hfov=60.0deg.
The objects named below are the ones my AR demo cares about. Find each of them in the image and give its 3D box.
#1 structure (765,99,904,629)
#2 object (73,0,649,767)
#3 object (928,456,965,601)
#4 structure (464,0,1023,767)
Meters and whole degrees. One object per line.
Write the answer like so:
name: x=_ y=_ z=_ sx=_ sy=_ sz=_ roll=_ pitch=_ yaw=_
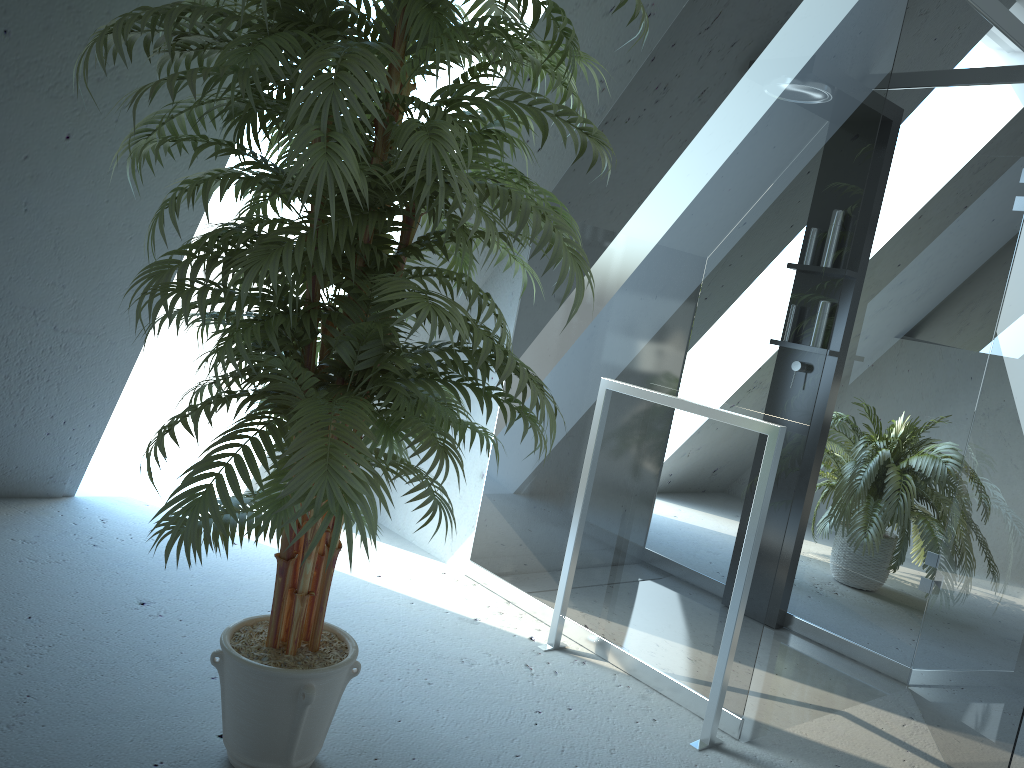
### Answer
structure: x=0.925 y=-0.078 z=3.206 sx=0.612 sy=1.978 sz=0.250 roll=6 pitch=8 yaw=-41
object: x=-0.326 y=-0.204 z=1.793 sx=1.020 sy=2.034 sz=0.980 roll=12 pitch=6 yaw=7
object: x=1.747 y=0.529 z=4.193 sx=1.132 sy=0.893 sz=1.112 roll=14 pitch=7 yaw=26
structure: x=0.926 y=-0.104 z=2.793 sx=1.184 sy=2.114 sz=1.835 roll=6 pitch=8 yaw=-41
